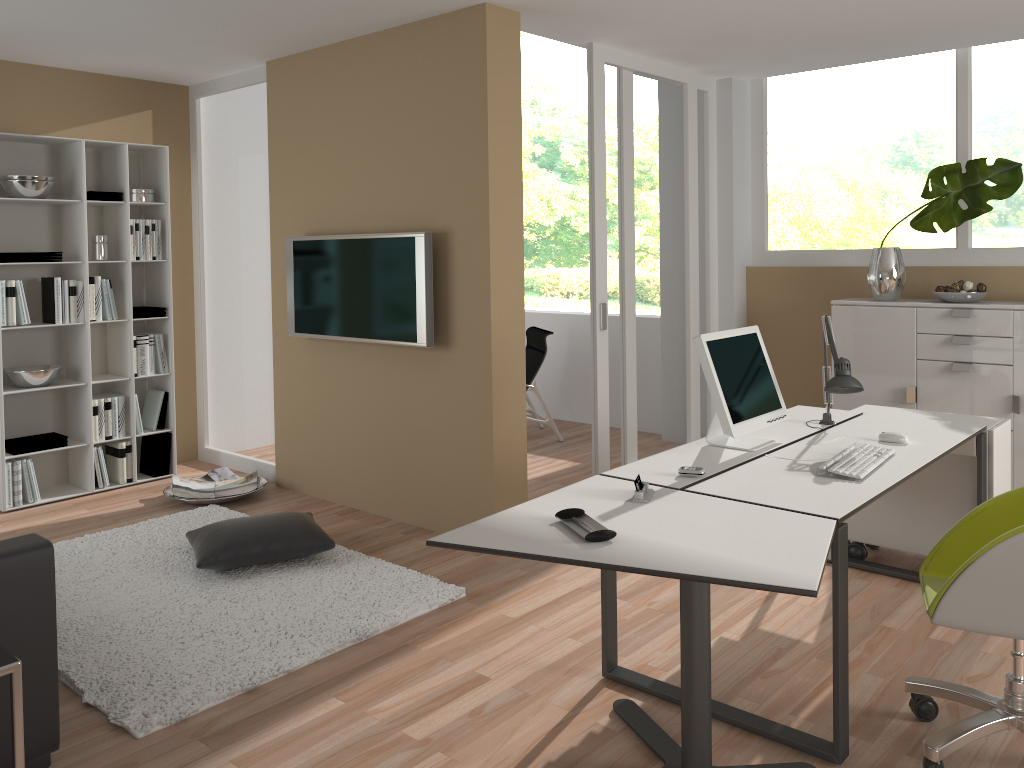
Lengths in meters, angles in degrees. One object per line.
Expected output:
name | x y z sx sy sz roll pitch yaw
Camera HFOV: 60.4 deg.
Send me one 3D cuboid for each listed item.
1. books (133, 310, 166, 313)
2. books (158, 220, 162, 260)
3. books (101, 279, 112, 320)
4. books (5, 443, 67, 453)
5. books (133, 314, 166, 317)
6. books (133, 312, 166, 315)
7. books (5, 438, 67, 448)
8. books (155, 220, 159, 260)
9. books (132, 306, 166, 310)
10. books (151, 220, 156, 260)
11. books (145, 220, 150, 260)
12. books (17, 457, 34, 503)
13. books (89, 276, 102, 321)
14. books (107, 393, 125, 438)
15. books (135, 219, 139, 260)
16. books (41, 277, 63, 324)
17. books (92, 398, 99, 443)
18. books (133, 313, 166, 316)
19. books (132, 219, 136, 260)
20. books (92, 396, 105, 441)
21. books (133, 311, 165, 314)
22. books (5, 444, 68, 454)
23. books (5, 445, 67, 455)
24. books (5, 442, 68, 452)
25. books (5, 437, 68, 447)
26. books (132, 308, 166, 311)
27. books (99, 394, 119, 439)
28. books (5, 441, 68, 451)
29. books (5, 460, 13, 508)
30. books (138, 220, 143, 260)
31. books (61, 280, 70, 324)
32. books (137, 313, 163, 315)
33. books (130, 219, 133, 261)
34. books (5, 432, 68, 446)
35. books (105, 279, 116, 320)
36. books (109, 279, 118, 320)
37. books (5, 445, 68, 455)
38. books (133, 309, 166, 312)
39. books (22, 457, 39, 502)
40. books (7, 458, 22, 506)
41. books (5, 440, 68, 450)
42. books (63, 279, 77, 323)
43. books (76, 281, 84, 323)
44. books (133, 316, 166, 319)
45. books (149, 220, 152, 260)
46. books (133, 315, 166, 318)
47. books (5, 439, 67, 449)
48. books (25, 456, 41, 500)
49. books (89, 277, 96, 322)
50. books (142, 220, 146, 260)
books | -2.419 -0.477 5.718 0.298 0.008 0.212 7 11 41
books | -2.341 -0.937 5.737 0.208 0.257 0.020 3 4 41
books | -2.573 -0.529 5.497 0.208 0.258 0.060 3 4 41
books | -2.833 0.363 5.215 0.211 0.006 0.299 6 11 39
books | -2.421 -0.449 5.716 0.298 0.006 0.212 7 11 41
books | -2.420 -0.465 5.715 0.298 0.006 0.212 7 11 41
books | -2.834 0.335 5.218 0.211 0.008 0.299 6 11 40
books | -2.356 -0.935 5.721 0.208 0.257 0.020 3 4 41
books | -2.418 -0.492 5.713 0.298 0.006 0.212 7 11 41
books | -2.369 -0.932 5.704 0.208 0.257 0.020 3 4 41
books | -2.393 -0.926 5.670 0.208 0.257 0.020 3 4 41
books | -2.867 0.551 5.142 0.208 0.258 0.060 3 4 41
books | -2.608 -0.532 5.463 0.208 0.274 0.040 3 4 41
books | -2.507 0.196 5.558 0.208 0.257 0.040 3 4 41
books | -2.439 -0.919 5.624 0.208 0.257 0.020 3 4 41
books | -2.757 -0.502 5.275 0.208 0.274 0.040 3 4 42
books | -2.613 0.217 5.428 0.208 0.257 0.040 3 4 41
books | -2.422 -0.455 5.718 0.298 0.006 0.212 6 11 39
books | -2.455 -0.916 5.610 0.208 0.257 0.020 3 4 41
books | -2.591 0.212 5.464 0.208 0.257 0.040 3 4 41
books | -2.422 -0.471 5.715 0.298 0.006 0.211 7 12 42
books | -2.831 0.369 5.217 0.211 0.006 0.299 6 11 40
books | -2.832 0.374 5.217 0.211 0.006 0.299 6 11 40
books | -2.831 0.357 5.217 0.211 0.006 0.299 6 11 40
books | -2.829 0.330 5.217 0.211 0.007 0.299 6 11 40
books | -2.420 -0.487 5.712 0.298 0.007 0.212 7 11 41
books | -2.535 0.202 5.526 0.208 0.257 0.040 3 4 42
books | -2.831 0.352 5.217 0.211 0.006 0.299 6 11 40
books | -2.934 0.565 5.071 0.208 0.257 0.040 3 4 42
books | -2.426 -0.921 5.641 0.208 0.257 0.020 3 4 41
books | -2.729 -0.498 5.307 0.208 0.257 0.040 3 4 41
books | -2.420 -0.460 5.715 0.298 0.006 0.212 7 11 41
books | -2.463 -0.913 5.589 0.208 0.257 0.020 3 4 41
books | -2.829 0.324 5.219 0.211 0.006 0.299 6 11 40
books | -2.553 -0.530 5.514 0.208 0.257 0.058 3 4 42
books | -2.554 -0.535 5.538 0.208 0.257 0.058 3 4 41
books | -2.831 0.379 5.215 0.211 0.007 0.299 6 11 40
books | -2.419 -0.482 5.718 0.298 0.008 0.212 7 11 41
books | -2.847 0.550 5.159 0.208 0.257 0.058 3 4 42
books | -2.899 0.560 5.103 0.208 0.257 0.040 3 4 41
books | -2.831 0.346 5.215 0.211 0.006 0.299 7 12 42
books | -2.697 -0.503 5.335 0.208 0.257 0.040 3 4 41
books | -2.675 -0.505 5.371 0.208 0.250 0.040 3 4 41
books | -2.422 -0.438 5.716 0.298 0.007 0.212 7 11 41
books | -2.384 -0.929 5.690 0.208 0.257 0.020 3 4 41
books | -2.421 -0.443 5.717 0.298 0.006 0.212 7 11 41
books | -2.834 0.340 5.218 0.211 0.008 0.299 6 11 40
books | -2.848 0.545 5.182 0.208 0.257 0.058 3 4 41
books | -2.638 -0.524 5.427 0.208 0.271 0.053 3 4 41
books | -2.412 -0.924 5.657 0.208 0.257 0.020 3 4 41
